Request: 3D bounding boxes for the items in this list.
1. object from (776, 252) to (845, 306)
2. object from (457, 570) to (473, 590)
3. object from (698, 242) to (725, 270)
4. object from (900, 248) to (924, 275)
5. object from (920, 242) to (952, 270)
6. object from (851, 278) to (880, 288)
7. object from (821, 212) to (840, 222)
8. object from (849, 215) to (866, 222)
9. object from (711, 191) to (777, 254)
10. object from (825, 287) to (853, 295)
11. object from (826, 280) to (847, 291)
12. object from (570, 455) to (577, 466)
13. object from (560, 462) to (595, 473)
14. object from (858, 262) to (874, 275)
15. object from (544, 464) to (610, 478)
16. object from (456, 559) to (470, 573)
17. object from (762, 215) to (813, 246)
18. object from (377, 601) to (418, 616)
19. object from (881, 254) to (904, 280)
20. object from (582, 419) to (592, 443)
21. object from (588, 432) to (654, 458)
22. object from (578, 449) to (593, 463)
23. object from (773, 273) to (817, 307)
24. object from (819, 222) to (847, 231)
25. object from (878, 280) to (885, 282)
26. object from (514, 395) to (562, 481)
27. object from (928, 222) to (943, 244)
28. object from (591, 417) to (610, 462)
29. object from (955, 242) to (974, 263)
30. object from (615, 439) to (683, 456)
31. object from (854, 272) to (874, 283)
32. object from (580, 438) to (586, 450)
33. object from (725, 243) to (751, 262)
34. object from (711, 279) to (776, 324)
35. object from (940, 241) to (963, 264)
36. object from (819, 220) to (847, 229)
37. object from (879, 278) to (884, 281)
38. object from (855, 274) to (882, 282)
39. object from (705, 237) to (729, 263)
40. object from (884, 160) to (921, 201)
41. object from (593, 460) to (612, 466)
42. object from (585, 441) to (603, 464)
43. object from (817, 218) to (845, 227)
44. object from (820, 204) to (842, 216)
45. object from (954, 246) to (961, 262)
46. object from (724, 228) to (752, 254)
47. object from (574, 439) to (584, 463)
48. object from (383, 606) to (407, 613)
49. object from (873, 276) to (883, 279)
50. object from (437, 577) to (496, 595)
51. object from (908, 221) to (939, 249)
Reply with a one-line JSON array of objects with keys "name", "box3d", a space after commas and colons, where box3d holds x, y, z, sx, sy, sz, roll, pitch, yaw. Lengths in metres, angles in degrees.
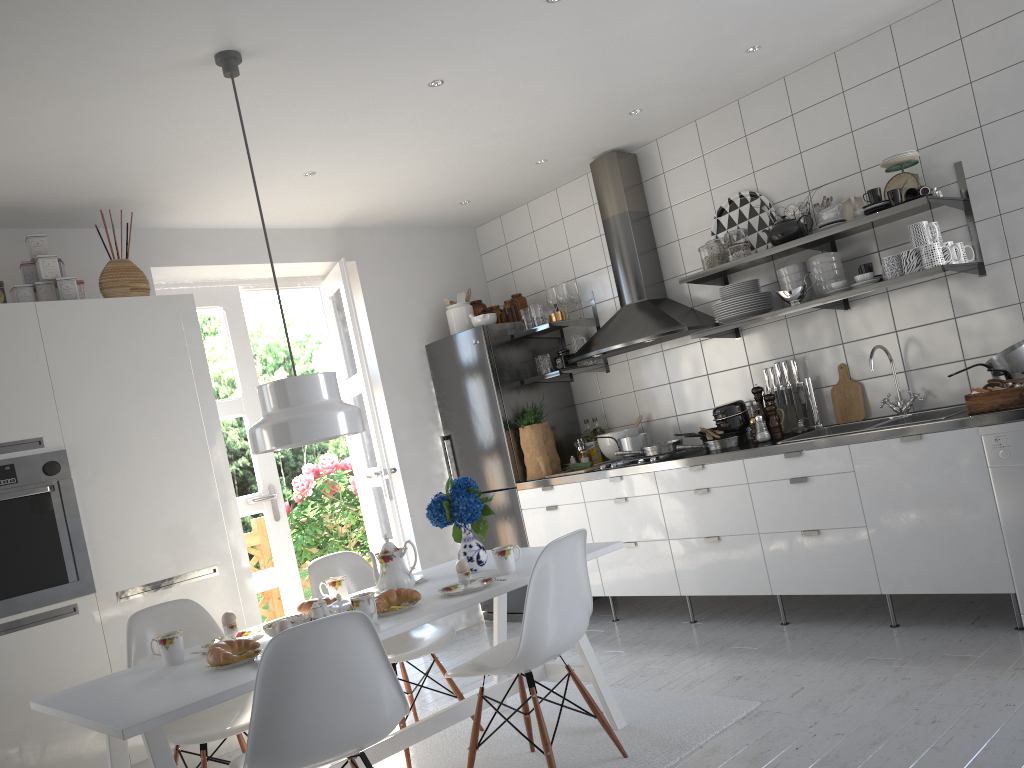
[{"name": "object", "box3d": [1.437, -0.491, 4.250, 0.311, 0.216, 0.149, -14, -3, 44]}, {"name": "object", "box3d": [-0.156, 0.651, 2.951, 0.048, 0.057, 0.048, -12, -2, -2]}, {"name": "object", "box3d": [1.009, -0.636, 4.465, 0.122, 0.130, 0.121, -13, -2, 33]}, {"name": "object", "box3d": [1.692, -0.514, 3.716, 0.109, 0.100, 0.082, -14, -2, 36]}, {"name": "object", "box3d": [1.747, -0.529, 3.655, 0.109, 0.100, 0.082, -14, -2, 36]}, {"name": "object", "box3d": [1.545, -0.435, 3.869, 0.121, 0.021, 0.122, -10, -4, -38]}, {"name": "object", "box3d": [1.431, -0.738, 3.974, 0.079, 0.050, 0.082, -13, -2, 20]}, {"name": "object", "box3d": [1.562, -0.727, 3.931, 0.121, 0.021, 0.122, -10, -4, -38]}, {"name": "object", "box3d": [1.211, -0.805, 4.628, 0.052, 0.393, 0.397, -11, -2, -43]}, {"name": "object", "box3d": [1.474, -0.413, 3.984, 0.121, 0.021, 0.122, -9, -4, -45]}, {"name": "object", "box3d": [1.468, -0.434, 3.983, 0.080, 0.048, 0.082, -14, -3, 39]}, {"name": "object", "box3d": [0.374, 0.479, 5.423, 0.046, 0.084, 0.046, -13, -1, 24]}, {"name": "object", "box3d": [0.363, 0.480, 5.117, 0.141, 0.053, 0.277, -11, -3, -28]}, {"name": "object", "box3d": [1.611, -0.506, 4.021, 0.055, 0.078, 0.070, -12, -2, 7]}, {"name": "object", "box3d": [0.374, 0.502, 5.115, 0.219, 0.012, 0.332, -9, -4, -43]}, {"name": "object", "box3d": [-0.163, 0.615, 2.951, 0.048, 0.063, 0.048, -11, -2, -39]}, {"name": "object", "box3d": [1.291, -0.719, 4.151, 0.178, 0.142, 0.200, -12, -2, -2]}, {"name": "object", "box3d": [-0.377, 0.720, 2.837, 0.157, 0.016, 0.158, -10, -3, -33]}, {"name": "object", "box3d": [1.636, -0.497, 3.802, 0.083, 0.100, 0.108, -13, -2, 16]}, {"name": "object", "box3d": [0.490, 0.358, 5.522, 0.066, 0.282, 0.066, -13, -1, 42]}, {"name": "object", "box3d": [0.632, 0.342, 5.054, 0.347, 0.154, 0.200, -12, -2, -3]}, {"name": "object", "box3d": [0.446, 0.452, 5.357, 0.078, 0.101, 0.078, -13, -2, 13]}, {"name": "object", "box3d": [1.330, -0.431, 4.148, 0.210, 0.134, 0.101, -13, -2, 29]}, {"name": "object", "box3d": [1.441, -0.699, 3.973, 0.121, 0.021, 0.122, -10, -4, -38]}, {"name": "object", "box3d": [1.625, -0.444, 4.011, 0.121, 0.021, 0.121, -12, -3, -9]}, {"name": "object", "box3d": [0.152, 0.317, 5.323, 0.174, 0.509, 0.281, -13, -1, 34]}, {"name": "object", "box3d": [1.792, -0.634, 3.798, 0.083, 0.100, 0.108, -13, -2, 16]}, {"name": "object", "box3d": [0.541, 0.344, 5.458, 0.081, 0.282, 0.090, -11, -1, -43]}, {"name": "object", "box3d": [1.944, -0.561, 3.853, 0.109, 0.100, 0.082, -14, -2, 36]}, {"name": "object", "box3d": [0.751, 0.349, 4.773, 0.352, 0.060, 0.231, -14, -3, 25]}, {"name": "object", "box3d": [1.539, -0.455, 3.869, 0.082, 0.048, 0.080, -11, -3, -30]}, {"name": "object", "box3d": [0.446, 0.422, 5.486, 0.059, 0.172, 0.059, -12, -1, 6]}, {"name": "object", "box3d": [1.112, -0.639, 4.343, 0.122, 0.079, 0.121, -14, -3, 33]}, {"name": "object", "box3d": [1.159, -0.409, 4.456, 0.300, 0.195, 0.307, -10, -3, -38]}, {"name": "object", "box3d": [1.835, -0.544, 3.723, 0.109, 0.100, 0.082, -13, -2, 33]}, {"name": "object", "box3d": [1.439, -0.708, 3.973, 0.121, 0.021, 0.122, -10, -4, -38]}, {"name": "object", "box3d": [1.623, -0.453, 4.012, 0.121, 0.021, 0.121, -12, -3, -9]}, {"name": "object", "box3d": [1.618, -0.472, 4.014, 0.121, 0.023, 0.121, -14, -3, 27]}, {"name": "object", "box3d": [1.078, -0.665, 4.609, 0.121, 0.171, 0.122, -12, -2, -23]}, {"name": "object", "box3d": [1.733, -0.861, 3.901, 0.184, 0.208, 0.160, -11, -2, -43]}, {"name": "object", "box3d": [0.479, 0.498, 5.433, 0.271, 0.008, 0.181, -9, -4, -43]}, {"name": "object", "box3d": [0.502, 0.424, 5.443, 0.043, 0.141, 0.077, -11, -1, -43]}, {"name": "object", "box3d": [1.435, -0.717, 3.976, 0.121, 0.024, 0.121, -15, -4, 42]}, {"name": "object", "box3d": [1.425, -0.766, 3.974, 0.078, 0.067, 0.083, -11, -2, -28]}, {"name": "object", "box3d": [1.857, -0.545, 3.802, 0.083, 0.100, 0.109, -12, -2, -9]}, {"name": "object", "box3d": [1.142, -0.686, 4.463, 0.121, 0.171, 0.122, -12, -2, -23]}, {"name": "object", "box3d": [0.423, 0.424, 5.425, 0.059, 0.172, 0.059, -12, -1, 6]}, {"name": "object", "box3d": [-0.369, 0.708, 2.804, 0.070, 0.036, 0.109, -10, -3, -35]}, {"name": "object", "box3d": [1.621, -0.463, 4.011, 0.121, 0.023, 0.121, -13, -3, 18]}, {"name": "object", "box3d": [-0.150, 0.677, 2.950, 0.200, 0.016, 0.202, -10, -4, -38]}, {"name": "object", "box3d": [1.702, -0.620, 3.680, 0.083, 0.100, 0.109, -12, -2, -9]}]
